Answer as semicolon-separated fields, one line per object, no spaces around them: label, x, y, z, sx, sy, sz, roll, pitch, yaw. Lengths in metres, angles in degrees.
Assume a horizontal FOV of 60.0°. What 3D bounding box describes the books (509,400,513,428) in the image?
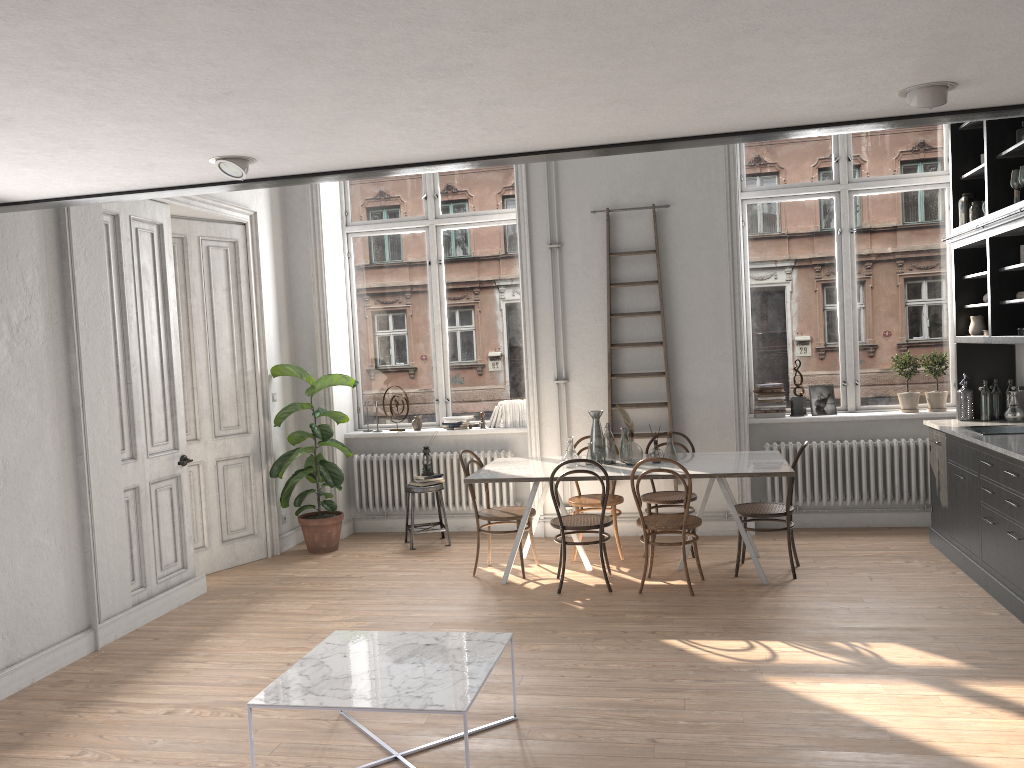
books;0.008;0.270;8.120;0.019;0.244;0.174;-2;3;12

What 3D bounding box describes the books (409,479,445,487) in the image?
books;-0.738;0.855;7.730;0.246;0.034;0.194;-5;3;-38

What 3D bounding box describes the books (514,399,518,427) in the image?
books;0.052;0.267;8.134;0.024;0.243;0.175;-2;3;12

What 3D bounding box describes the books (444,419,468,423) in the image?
books;-0.519;0.340;8.203;0.205;0.020;0.155;-3;2;2

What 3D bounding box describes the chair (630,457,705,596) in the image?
chair;1.041;0.915;5.958;0.438;0.921;0.549;-2;3;23

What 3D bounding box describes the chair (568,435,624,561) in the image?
chair;0.667;0.889;7.028;0.438;0.921;0.549;-3;3;10

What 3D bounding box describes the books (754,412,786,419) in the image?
books;2.221;0.264;7.651;0.248;0.043;0.192;-3;2;12

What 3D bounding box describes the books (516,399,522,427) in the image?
books;0.069;0.267;8.108;0.019;0.244;0.174;-2;3;12

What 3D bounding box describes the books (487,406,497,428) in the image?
books;-0.169;0.301;8.162;0.105;0.194;0.155;-2;3;11

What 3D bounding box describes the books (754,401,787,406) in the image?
books;2.230;0.167;7.659;0.245;0.028;0.193;-3;2;7

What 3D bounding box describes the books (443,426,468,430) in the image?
books;-0.523;0.405;8.225;0.147;0.023;0.221;-4;3;-30

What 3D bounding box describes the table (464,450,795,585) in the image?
table;0.870;0.971;6.475;2.200;0.780;1.099;-3;3;12

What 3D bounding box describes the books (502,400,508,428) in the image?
books;-0.057;0.272;8.156;0.024;0.243;0.175;-2;3;12

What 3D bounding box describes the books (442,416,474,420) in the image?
books;-0.498;0.313;8.218;0.244;0.019;0.174;-2;3;22

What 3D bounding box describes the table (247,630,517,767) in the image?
table;-0.485;1.354;3.666;0.849;0.392;0.849;-3;3;12

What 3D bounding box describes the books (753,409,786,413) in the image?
books;2.221;0.231;7.648;0.249;0.023;0.175;-3;2;7

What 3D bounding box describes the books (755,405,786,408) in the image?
books;2.232;0.188;7.658;0.255;0.014;0.192;-2;3;15

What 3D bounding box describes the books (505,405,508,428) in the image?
books;-0.034;0.291;8.131;0.020;0.205;0.155;-2;3;12

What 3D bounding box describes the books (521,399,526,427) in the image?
books;0.118;0.264;8.120;0.024;0.243;0.175;-2;3;12

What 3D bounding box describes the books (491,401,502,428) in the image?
books;-0.132;0.279;8.149;0.100;0.235;0.174;-2;3;12

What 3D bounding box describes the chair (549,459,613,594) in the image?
chair;0.476;0.938;6.110;0.438;0.921;0.549;-3;3;7

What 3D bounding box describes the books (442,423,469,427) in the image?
books;-0.519;0.382;8.219;0.205;0.022;0.155;-2;3;32

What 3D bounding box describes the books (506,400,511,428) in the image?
books;-0.016;0.272;8.116;0.024;0.243;0.175;-2;3;12

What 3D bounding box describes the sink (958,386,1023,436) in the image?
sink;3.321;0.270;5.897;0.514;0.505;0.526;-2;3;12

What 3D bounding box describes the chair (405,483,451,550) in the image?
chair;-0.747;1.132;7.715;0.364;0.523;0.360;-4;3;-15

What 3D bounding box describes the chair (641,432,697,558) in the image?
chair;1.244;0.861;6.991;0.438;0.921;0.549;-2;3;19

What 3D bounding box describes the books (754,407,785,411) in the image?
books;2.220;0.208;7.647;0.249;0.023;0.175;-2;2;12

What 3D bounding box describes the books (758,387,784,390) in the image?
books;2.227;0.034;7.647;0.205;0.020;0.155;-3;2;12

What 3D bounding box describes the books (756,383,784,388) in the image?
books;2.222;0.012;7.656;0.201;0.024;0.159;-3;2;2

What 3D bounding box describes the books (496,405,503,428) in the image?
books;-0.106;0.295;8.146;0.072;0.203;0.155;-2;3;12

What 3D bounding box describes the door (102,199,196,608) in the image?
door;-2.507;0.153;5.871;0.216;2.815;1.096;-2;3;13

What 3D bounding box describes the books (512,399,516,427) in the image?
books;0.030;0.268;8.133;0.019;0.244;0.174;-2;3;12

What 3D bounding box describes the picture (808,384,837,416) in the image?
picture;2.651;0.139;7.616;0.221;0.264;0.148;-3;3;-5

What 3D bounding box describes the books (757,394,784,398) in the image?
books;2.230;0.097;7.650;0.205;0.022;0.155;-3;2;7

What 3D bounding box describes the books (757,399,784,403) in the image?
books;2.232;0.142;7.652;0.205;0.022;0.155;-2;3;26

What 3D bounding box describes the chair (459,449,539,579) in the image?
chair;-0.093;0.946;6.643;0.549;0.921;0.437;-2;3;20

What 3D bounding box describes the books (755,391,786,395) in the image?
books;2.224;0.077;7.651;0.244;0.019;0.174;-3;2;12

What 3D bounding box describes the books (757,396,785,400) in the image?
books;2.236;0.119;7.656;0.222;0.024;0.158;-3;2;12

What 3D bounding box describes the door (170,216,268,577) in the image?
door;-2.441;0.100;7.042;0.216;2.815;1.096;-1;4;36

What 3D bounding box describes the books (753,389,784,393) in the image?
books;2.215;0.056;7.651;0.231;0.023;0.162;-2;3;27

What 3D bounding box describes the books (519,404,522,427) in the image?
books;0.092;0.285;8.105;0.020;0.205;0.155;-2;3;12

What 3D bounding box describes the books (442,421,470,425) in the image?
books;-0.518;0.360;8.216;0.221;0.023;0.147;-2;3;27

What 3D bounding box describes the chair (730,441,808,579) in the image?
chair;1.809;0.863;6.232;0.549;0.921;0.437;-2;3;24

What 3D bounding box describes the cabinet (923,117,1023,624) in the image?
cabinet;3.099;-0.492;5.115;0.635;3.584;3.249;-2;3;11

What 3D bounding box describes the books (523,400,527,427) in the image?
books;0.138;0.264;8.096;0.024;0.243;0.175;-2;3;12
